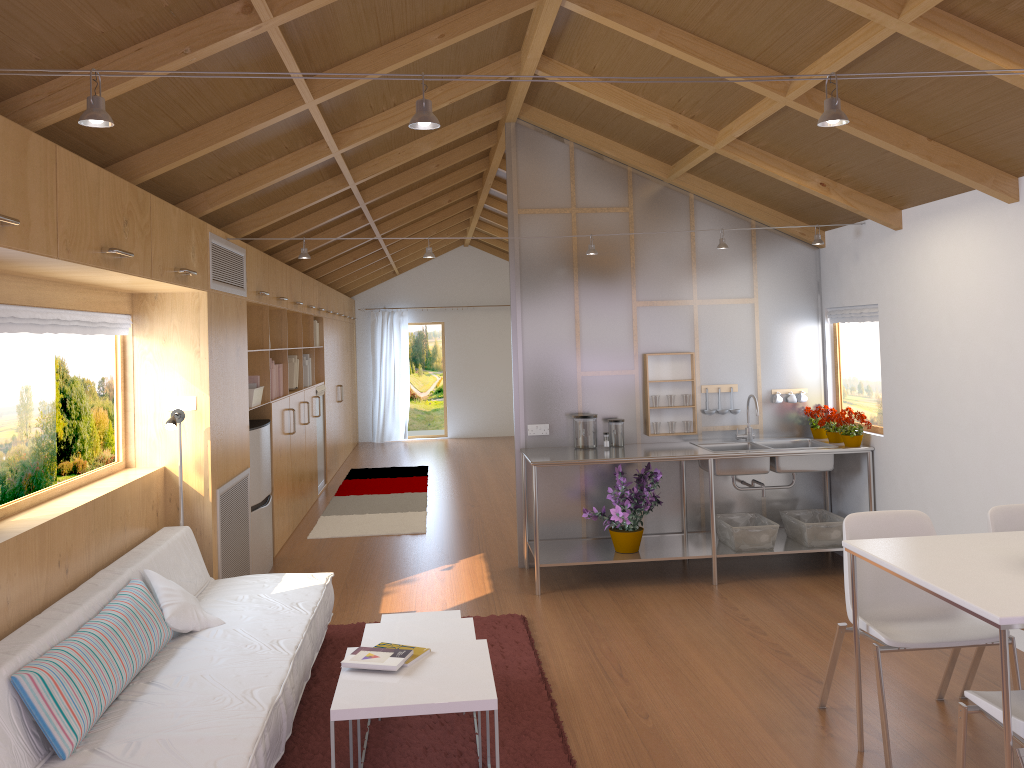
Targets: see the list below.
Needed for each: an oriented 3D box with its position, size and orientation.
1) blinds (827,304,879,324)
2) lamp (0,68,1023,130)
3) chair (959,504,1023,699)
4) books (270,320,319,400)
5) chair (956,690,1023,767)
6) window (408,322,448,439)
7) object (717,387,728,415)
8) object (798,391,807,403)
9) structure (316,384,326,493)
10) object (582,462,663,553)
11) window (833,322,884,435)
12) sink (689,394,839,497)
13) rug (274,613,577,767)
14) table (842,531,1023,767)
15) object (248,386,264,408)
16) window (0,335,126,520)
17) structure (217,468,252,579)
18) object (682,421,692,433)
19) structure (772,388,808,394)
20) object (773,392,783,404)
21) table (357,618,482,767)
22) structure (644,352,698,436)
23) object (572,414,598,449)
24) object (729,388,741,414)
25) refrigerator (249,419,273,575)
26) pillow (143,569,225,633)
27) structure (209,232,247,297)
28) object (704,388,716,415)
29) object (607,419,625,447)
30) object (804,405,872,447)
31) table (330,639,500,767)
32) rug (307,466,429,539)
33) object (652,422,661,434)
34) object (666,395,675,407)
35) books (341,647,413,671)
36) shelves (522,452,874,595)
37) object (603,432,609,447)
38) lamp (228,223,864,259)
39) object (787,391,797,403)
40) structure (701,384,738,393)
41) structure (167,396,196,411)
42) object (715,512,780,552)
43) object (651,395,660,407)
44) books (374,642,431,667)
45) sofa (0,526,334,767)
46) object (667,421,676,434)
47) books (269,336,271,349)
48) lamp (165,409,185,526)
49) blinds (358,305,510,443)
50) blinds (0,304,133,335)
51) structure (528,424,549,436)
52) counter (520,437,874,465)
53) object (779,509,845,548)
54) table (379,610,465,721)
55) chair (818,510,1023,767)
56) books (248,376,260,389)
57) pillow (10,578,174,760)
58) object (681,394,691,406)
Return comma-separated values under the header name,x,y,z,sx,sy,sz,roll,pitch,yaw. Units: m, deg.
name,x,y,z,sx,sy,sz,roll,pitch,yaw
blinds,2.188,-0.446,5.657,0.047,0.111,0.725,-2,3,-5
lamp,0.557,-0.689,2.087,3.828,0.153,0.072,-2,-1,-5
chair,2.086,0.882,3.346,0.531,0.787,0.546,-2,0,-5
books,-1.992,-0.278,7.923,0.189,0.658,3.109,-2,3,-5
chair,1.574,0.947,2.388,0.531,0.787,0.546,-2,0,-5
window,-1.453,-0.056,13.636,0.874,1.789,0.026,-2,-2,-5
object,1.406,0.116,5.918,0.074,0.183,0.074,-2,-1,27
object,1.969,0.086,5.990,0.059,0.080,0.062,-2,0,-5
structure,-2.095,0.554,9.084,0.316,1.080,0.724,-2,0,-5
object,0.713,0.759,5.450,0.525,0.553,0.351,-2,0,-14
window,2.239,-0.103,5.652,0.026,0.796,0.724,-2,0,-5
sink,1.594,0.392,5.680,0.810,0.641,0.563,-2,0,-5
rug,-0.767,1.356,3.448,1.885,0.020,2.480,-2,3,-5
table,1.847,0.939,2.804,1.209,0.744,0.899,-2,1,-5
object,-1.800,0.089,5.947,0.203,0.123,0.350,-2,2,-5
window,-1.952,0.074,3.820,0.035,0.791,1.496,-2,2,-5
structure,-1.594,0.903,5.101,0.013,0.722,0.819,-2,1,-5
object,1.167,0.286,5.892,0.061,0.077,0.061,-2,0,-31
structure,1.888,0.051,5.990,0.250,0.032,0.041,-2,1,-5
object,1.798,0.092,5.975,0.059,0.080,0.062,-2,0,-5
table,-0.342,1.145,3.288,0.424,0.384,0.458,-2,1,-5
structure,1.057,0.066,5.897,0.328,0.546,0.076,-2,-1,-5
object,0.477,0.308,5.757,0.172,0.216,0.172,-2,0,8
object,1.492,0.113,5.925,0.074,0.183,0.074,-2,-1,27
refrigerator,-1.767,0.765,5.942,0.262,0.988,0.713,-2,0,-5
pillow,-1.358,0.886,3.645,0.267,0.252,0.345,-2,2,-41
structure,-1.640,-0.676,5.118,0.013,0.301,0.903,-2,2,-5
object,1.321,0.119,5.910,0.074,0.183,0.074,-2,-1,27
object,0.685,0.321,5.796,0.113,0.177,0.113,-2,0,16
object,2.079,0.262,5.684,0.233,0.235,0.688,-2,2,-4
table,-0.301,1.140,2.829,0.485,0.439,0.524,-2,1,-5
rug,-1.303,1.100,8.768,0.917,0.011,3.721,-2,3,-5
object,0.961,0.293,5.873,0.061,0.077,0.061,-2,0,7
object,1.058,0.112,5.888,0.061,0.077,0.061,-2,0,-31
books,-0.442,0.902,2.908,0.193,0.016,0.153,-1,3,14
shelves,1.143,0.811,5.601,2.092,0.754,0.632,-2,0,-5
object,0.607,0.358,5.691,0.037,0.092,0.037,-2,-1,10
lamp,0.270,-0.845,5.265,3.828,0.153,0.072,-2,-1,-5
object,1.892,0.090,5.978,0.059,0.081,0.062,-2,0,2
structure,1.401,0.031,5.959,0.250,0.051,0.016,-2,-1,-5
structure,-1.716,0.102,4.591,0.142,0.071,0.011,-2,-1,-5
object,1.464,0.930,5.556,0.299,0.159,0.414,-2,2,-5
object,0.955,0.116,5.878,0.061,0.077,0.061,-2,0,7
books,-0.396,0.913,2.981,0.193,0.016,0.153,0,3,24
sofa,-1.220,1.064,3.306,0.862,0.629,2.354,-2,3,-5
object,1.064,0.290,5.883,0.061,0.077,0.061,-2,0,-31
books,-1.874,-0.399,6.479,0.176,0.297,0.279,-2,1,-5
lamp,-1.654,0.724,4.444,0.183,1.199,0.254,-1,-2,-29
blinds,-0.887,-0.184,13.526,2.848,2.040,0.232,-2,-1,-6
blinds,-1.911,-0.268,3.834,0.047,0.111,1.497,-2,3,-5
structure,0.175,0.303,5.845,0.142,0.071,0.011,-2,-1,-5
counter,1.131,0.416,5.611,2.109,0.021,0.650,-2,3,-5
object,1.916,0.914,5.598,0.299,0.159,0.414,-2,2,-5
table,-0.376,1.163,3.686,0.342,0.309,0.369,-2,1,-5
chair,1.493,0.903,3.292,0.531,0.787,0.546,-2,0,-5
books,-1.816,0.041,6.072,0.150,0.193,0.088,-2,-1,-5
pillow,-1.379,0.921,3.017,0.171,0.252,1.042,-2,3,-5
object,1.162,0.109,5.897,0.061,0.077,0.061,-2,0,-31
